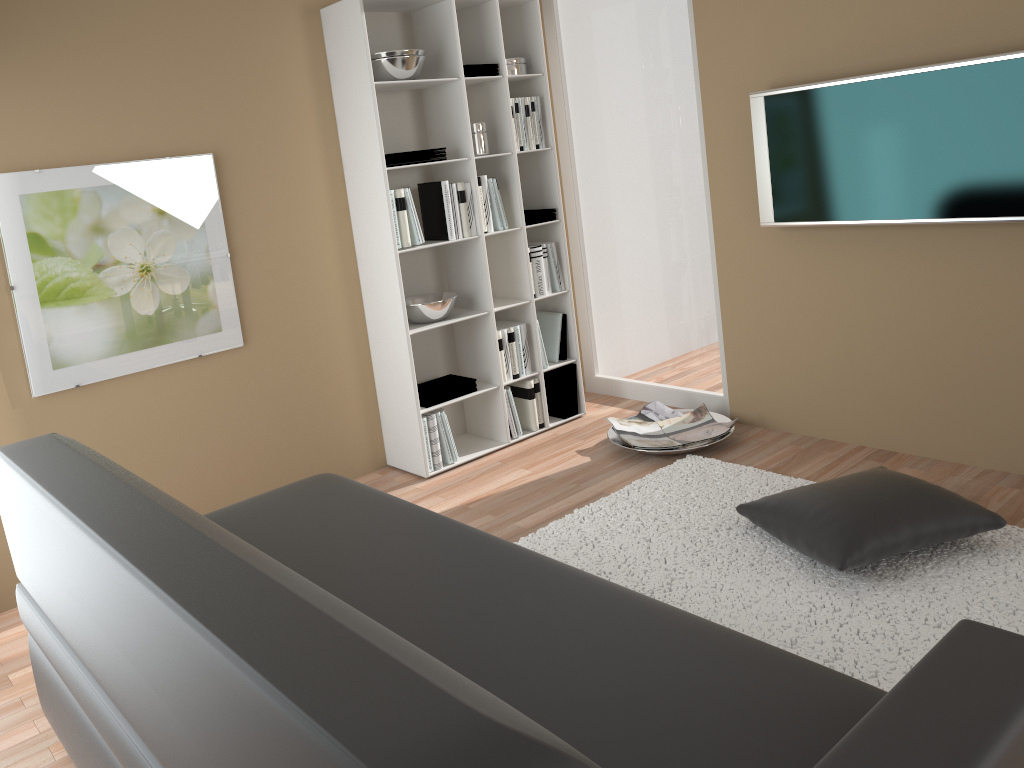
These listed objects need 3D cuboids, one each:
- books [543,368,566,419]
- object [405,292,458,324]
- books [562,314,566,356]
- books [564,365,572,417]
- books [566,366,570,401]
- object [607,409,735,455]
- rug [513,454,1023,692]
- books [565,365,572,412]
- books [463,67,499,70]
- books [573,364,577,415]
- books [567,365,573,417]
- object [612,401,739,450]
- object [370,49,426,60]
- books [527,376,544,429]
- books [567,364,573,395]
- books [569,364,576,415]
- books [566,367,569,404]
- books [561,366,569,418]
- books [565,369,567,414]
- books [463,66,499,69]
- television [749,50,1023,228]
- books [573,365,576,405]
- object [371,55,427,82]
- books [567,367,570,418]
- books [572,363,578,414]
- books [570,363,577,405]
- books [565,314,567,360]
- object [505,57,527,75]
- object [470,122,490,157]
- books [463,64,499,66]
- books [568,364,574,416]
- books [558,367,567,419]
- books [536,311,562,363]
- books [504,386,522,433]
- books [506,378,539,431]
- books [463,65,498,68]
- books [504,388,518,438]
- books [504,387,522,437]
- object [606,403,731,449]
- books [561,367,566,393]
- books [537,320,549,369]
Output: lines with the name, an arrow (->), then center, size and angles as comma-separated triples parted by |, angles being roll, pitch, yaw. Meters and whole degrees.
books -> 0.202, 0.040, 4.632 | 0.032, 0.264, 0.212 | -14, 12, -38
object -> -0.397, -0.353, 4.162 | 0.298, 0.105, 0.306 | -3, 14, 15
books -> 0.210, -0.258, 4.669 | 0.044, 0.238, 0.220 | -14, 13, -38
books -> 0.236, 0.028, 4.660 | 0.032, 0.264, 0.212 | -14, 12, -38
books -> 0.231, 0.027, 4.656 | 0.032, 0.269, 0.220 | -14, 12, -38
object -> 0.737, 0.238, 4.085 | 0.584, 0.062, 0.599 | 0, 16, 25
rug -> 0.899, 0.622, 2.614 | 1.473, 0.044, 2.037 | -19, 19, -38
books -> 0.240, 0.027, 4.664 | 0.032, 0.264, 0.212 | -14, 12, -38
books -> -0.242, -1.507, 4.263 | 0.298, 0.007, 0.214 | 7, 20, 44
books -> 0.264, 0.018, 4.684 | 0.032, 0.264, 0.212 | -14, 12, -38
books -> 0.244, 0.025, 4.666 | 0.032, 0.264, 0.213 | -14, 12, -38
object -> 0.758, 0.204, 4.139 | 0.348, 0.095, 0.502 | -18, 18, -38
object -> -0.535, -1.445, 4.008 | 0.298, 0.105, 0.306 | -3, 14, 15
books -> 0.073, 0.085, 4.518 | 0.041, 0.254, 0.208 | -14, 12, -38
books -> 0.245, 0.021, 4.673 | 0.032, 0.266, 0.215 | -14, 12, -38
books -> 0.257, 0.019, 4.676 | 0.032, 0.267, 0.218 | -14, 12, -38
books -> 0.223, 0.032, 4.649 | 0.032, 0.264, 0.212 | -14, 12, -38
books -> 0.220, 0.032, 4.644 | 0.032, 0.267, 0.218 | -14, 12, -38
books -> 0.212, 0.033, 4.644 | 0.032, 0.266, 0.215 | -14, 12, -38
books -> -0.242, -1.512, 4.262 | 0.298, 0.007, 0.214 | 7, 20, 44
television -> 1.439, -0.891, 3.333 | 0.055, 0.568, 1.181 | -14, 14, -38
books -> 0.260, 0.019, 4.681 | 0.032, 0.264, 0.212 | -14, 12, -38
object -> -0.532, -1.419, 4.012 | 0.298, 0.105, 0.306 | -3, 14, 15
books -> 0.227, 0.031, 4.653 | 0.032, 0.264, 0.212 | -14, 12, -38
books -> 0.273, 0.015, 4.691 | 0.032, 0.264, 0.212 | -14, 12, -38
books -> 0.268, 0.014, 4.688 | 0.032, 0.269, 0.220 | -14, 12, -38
books -> 0.216, -0.258, 4.674 | 0.043, 0.234, 0.212 | -14, 13, -38
object -> -0.021, -1.580, 4.421 | 0.191, 0.088, 0.196 | -6, 13, 3
object -> -0.163, -1.184, 4.265 | 0.094, 0.159, 0.094 | -12, 11, -25
books -> -0.243, -1.521, 4.256 | 0.298, 0.006, 0.214 | 7, 20, 44
books -> 0.249, 0.020, 4.676 | 0.032, 0.266, 0.215 | -14, 12, -38
books -> 0.207, 0.038, 4.634 | 0.032, 0.264, 0.213 | -14, 12, -38
books -> 0.182, -0.252, 4.649 | 0.086, 0.241, 0.209 | -14, 13, -38
books -> -0.048, 0.121, 4.434 | 0.059, 0.253, 0.209 | -14, 12, -38
books -> 0.045, 0.096, 4.489 | 0.041, 0.254, 0.208 | -14, 12, -38
books -> -0.244, -1.516, 4.256 | 0.298, 0.007, 0.214 | 7, 20, 44
books -> -0.073, 0.133, 4.397 | 0.061, 0.255, 0.208 | -14, 12, -38
books -> -0.050, 0.129, 4.411 | 0.059, 0.253, 0.209 | -14, 12, -38
object -> 0.729, 0.207, 4.095 | 0.500, 0.095, 0.349 | -10, 14, -10
books -> 0.208, 0.034, 4.641 | 0.032, 0.266, 0.215 | -14, 12, -38
books -> 0.088, -0.212, 4.526 | 0.061, 0.255, 0.208 | -14, 12, -38
